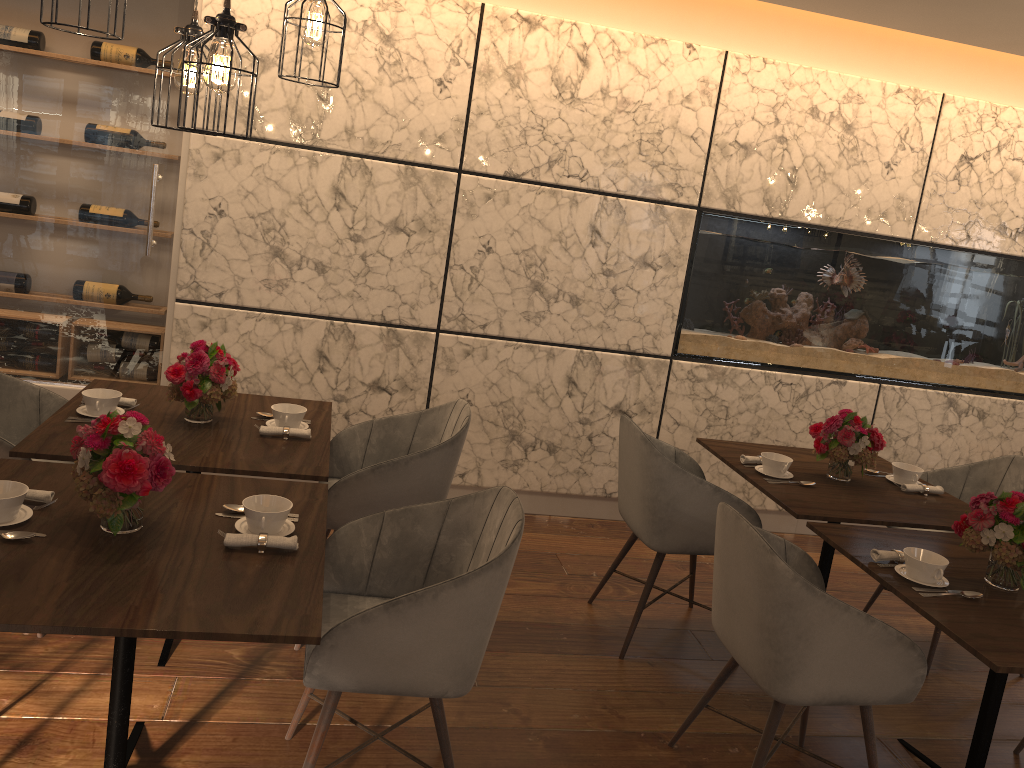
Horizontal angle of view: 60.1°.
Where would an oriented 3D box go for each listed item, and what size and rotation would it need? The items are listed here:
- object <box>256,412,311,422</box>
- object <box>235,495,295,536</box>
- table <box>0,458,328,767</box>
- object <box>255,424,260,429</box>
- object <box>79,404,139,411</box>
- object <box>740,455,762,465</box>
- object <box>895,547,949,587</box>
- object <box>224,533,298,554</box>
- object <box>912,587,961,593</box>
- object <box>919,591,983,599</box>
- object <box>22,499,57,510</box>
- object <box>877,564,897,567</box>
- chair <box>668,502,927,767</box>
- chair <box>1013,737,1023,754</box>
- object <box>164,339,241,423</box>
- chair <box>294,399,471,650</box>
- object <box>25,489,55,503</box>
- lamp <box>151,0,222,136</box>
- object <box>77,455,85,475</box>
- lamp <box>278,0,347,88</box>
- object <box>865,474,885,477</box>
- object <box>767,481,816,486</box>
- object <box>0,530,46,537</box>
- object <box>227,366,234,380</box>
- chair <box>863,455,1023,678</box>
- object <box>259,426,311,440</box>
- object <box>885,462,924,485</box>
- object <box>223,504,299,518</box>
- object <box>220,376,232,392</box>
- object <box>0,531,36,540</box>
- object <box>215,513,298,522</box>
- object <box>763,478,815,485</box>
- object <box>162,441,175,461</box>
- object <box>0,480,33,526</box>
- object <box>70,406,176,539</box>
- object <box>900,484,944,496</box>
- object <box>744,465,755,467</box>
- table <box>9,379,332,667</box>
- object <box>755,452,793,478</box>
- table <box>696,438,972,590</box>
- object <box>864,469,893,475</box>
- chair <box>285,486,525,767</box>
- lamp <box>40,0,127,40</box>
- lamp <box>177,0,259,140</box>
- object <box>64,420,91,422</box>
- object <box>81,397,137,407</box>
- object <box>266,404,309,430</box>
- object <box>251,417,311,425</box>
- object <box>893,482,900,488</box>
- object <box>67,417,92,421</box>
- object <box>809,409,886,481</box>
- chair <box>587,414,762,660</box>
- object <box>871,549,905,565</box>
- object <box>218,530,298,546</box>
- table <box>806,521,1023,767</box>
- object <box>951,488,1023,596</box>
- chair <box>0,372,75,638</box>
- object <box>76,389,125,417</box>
[{"bbox_3d":[-0.834,0.120,3.235,0.197,0.015,0.043,5,12,-16],"label":"object"},{"bbox_3d":[-0.621,0.336,2.237,0.148,0.071,0.150,1,14,-34],"label":"object"},{"bbox_3d":[-0.954,0.706,2.172,0.895,0.714,0.906,6,11,-12],"label":"table"},{"bbox_3d":[-0.788,0.161,3.050,0.192,0.024,0.025,6,11,-12],"label":"object"},{"bbox_3d":[-1.384,0.072,3.047,0.192,0.024,0.025,6,11,-12],"label":"object"},{"bbox_3d":[1.010,0.311,3.590,0.175,0.039,0.056,6,11,-12],"label":"object"},{"bbox_3d":[1.203,0.537,2.589,0.148,0.071,0.150,1,14,-34],"label":"object"},{"bbox_3d":[-0.602,0.379,2.130,0.175,0.039,0.056,6,11,-12],"label":"object"},{"bbox_3d":[1.238,0.591,2.524,0.210,0.004,0.022,6,12,-12],"label":"object"},{"bbox_3d":[1.239,0.593,2.488,0.197,0.015,0.043,5,12,-16],"label":"object"},{"bbox_3d":[-1.215,0.287,2.159,0.192,0.024,0.025,6,11,-12],"label":"object"},{"bbox_3d":[1.194,0.542,2.671,0.192,0.024,0.025,6,11,-12],"label":"object"},{"bbox_3d":[0.817,0.808,2.588,0.525,0.865,0.571,7,10,-12],"label":"chair"},{"bbox_3d":[2.110,0.948,2.848,0.525,0.865,0.571,7,10,-12],"label":"chair"},{"bbox_3d":[-1.067,-0.022,3.044,0.234,0.299,0.307,10,11,9],"label":"object"},{"bbox_3d":[-0.475,0.468,3.263,0.525,0.865,0.571,7,10,-12],"label":"chair"},{"bbox_3d":[-1.230,0.272,2.189,0.175,0.039,0.056,6,11,-12],"label":"object"},{"bbox_3d":[-0.789,-1.730,2.394,0.175,2.053,0.177,7,9,-11],"label":"lamp"},{"bbox_3d":[-0.999,0.191,2.095,0.077,0.051,0.050,-3,15,-45],"label":"object"},{"bbox_3d":[-0.442,-1.884,2.432,0.175,2.053,0.177,7,9,-11],"label":"lamp"},{"bbox_3d":[1.574,0.388,3.713,0.210,0.004,0.022,6,12,-12],"label":"object"},{"bbox_3d":[1.068,0.376,3.384,0.197,0.015,0.043,7,12,-8],"label":"object"},{"bbox_3d":[-1.171,0.336,2.012,0.210,0.004,0.022,6,12,-12],"label":"object"},{"bbox_3d":[-0.984,-0.038,3.030,0.076,0.052,0.049,2,12,-32],"label":"object"},{"bbox_3d":[1.933,0.723,3.775,0.525,0.865,0.571,7,10,-12],"label":"chair"},{"bbox_3d":[-0.772,0.164,3.018,0.175,0.039,0.056,6,11,-12],"label":"object"},{"bbox_3d":[1.619,0.376,3.638,0.148,0.071,0.150,1,14,-34],"label":"object"},{"bbox_3d":[-0.665,0.335,2.347,0.197,0.015,0.043,5,12,-16],"label":"object"},{"bbox_3d":[-0.996,-0.004,3.009,0.077,0.051,0.050,8,10,-2],"label":"object"},{"bbox_3d":[-1.170,0.338,1.976,0.197,0.015,0.043,5,12,-16],"label":"object"},{"bbox_3d":[-0.666,0.349,2.312,0.210,0.004,0.022,6,12,-12],"label":"object"},{"bbox_3d":[1.069,0.376,3.412,0.210,0.004,0.022,6,12,-12],"label":"object"},{"bbox_3d":[-0.843,0.168,2.128,0.046,0.052,0.077,17,14,39],"label":"object"},{"bbox_3d":[-1.206,0.282,2.077,0.148,0.071,0.150,1,14,-34],"label":"object"},{"bbox_3d":[-0.923,0.198,2.120,0.234,0.299,0.308,2,12,-34],"label":"object"},{"bbox_3d":[1.637,0.419,3.530,0.175,0.039,0.056,6,11,-12],"label":"object"},{"bbox_3d":[1.025,0.327,3.559,0.192,0.024,0.025,6,11,-12],"label":"object"},{"bbox_3d":[-1.131,0.481,3.099,0.895,0.714,0.906,6,11,-12],"label":"table"},{"bbox_3d":[1.034,0.321,3.477,0.148,0.071,0.150,1,14,-34],"label":"object"},{"bbox_3d":[1.277,0.736,3.611,0.895,0.714,0.906,6,11,-12],"label":"table"},{"bbox_3d":[1.575,0.375,3.747,0.197,0.015,0.043,5,12,-16],"label":"object"},{"bbox_3d":[-0.298,0.693,2.336,0.525,0.865,0.571,7,10,-12],"label":"chair"},{"bbox_3d":[-0.897,-1.862,2.008,0.175,2.053,0.177,7,9,-11],"label":"lamp"},{"bbox_3d":[-0.607,-1.641,2.106,0.175,2.053,0.177,7,9,-11],"label":"lamp"},{"bbox_3d":[-1.341,0.121,2.871,0.197,0.015,0.043,7,12,-8],"label":"object"},{"bbox_3d":[-1.399,0.056,3.078,0.175,0.039,0.056,6,11,-12],"label":"object"},{"bbox_3d":[-0.790,0.120,3.125,0.148,0.071,0.150,1,14,-34],"label":"object"},{"bbox_3d":[-0.835,0.133,3.201,0.210,0.004,0.022,6,12,-12],"label":"object"},{"bbox_3d":[1.620,0.416,3.562,0.192,0.024,0.025,6,11,-12],"label":"object"},{"bbox_3d":[-1.340,0.121,2.900,0.210,0.004,0.022,6,12,-12],"label":"object"},{"bbox_3d":[1.339,0.232,3.559,0.305,0.299,0.237,7,10,-10],"label":"object"},{"bbox_3d":[0.640,0.583,3.516,0.525,0.865,0.571,7,10,-12],"label":"chair"},{"bbox_3d":[1.179,0.527,2.702,0.175,0.039,0.056,6,11,-12],"label":"object"},{"bbox_3d":[-0.619,0.377,2.162,0.192,0.024,0.025,6,11,-12],"label":"object"},{"bbox_3d":[1.454,0.961,2.684,0.895,0.714,0.906,6,11,-12],"label":"table"},{"bbox_3d":[1.486,0.453,2.632,0.234,0.299,0.308,2,12,-34],"label":"object"},{"bbox_3d":[-1.768,0.328,3.004,0.525,0.865,0.571,7,10,-12],"label":"chair"},{"bbox_3d":[-1.375,0.066,2.965,0.148,0.071,0.150,1,14,-34],"label":"object"}]
